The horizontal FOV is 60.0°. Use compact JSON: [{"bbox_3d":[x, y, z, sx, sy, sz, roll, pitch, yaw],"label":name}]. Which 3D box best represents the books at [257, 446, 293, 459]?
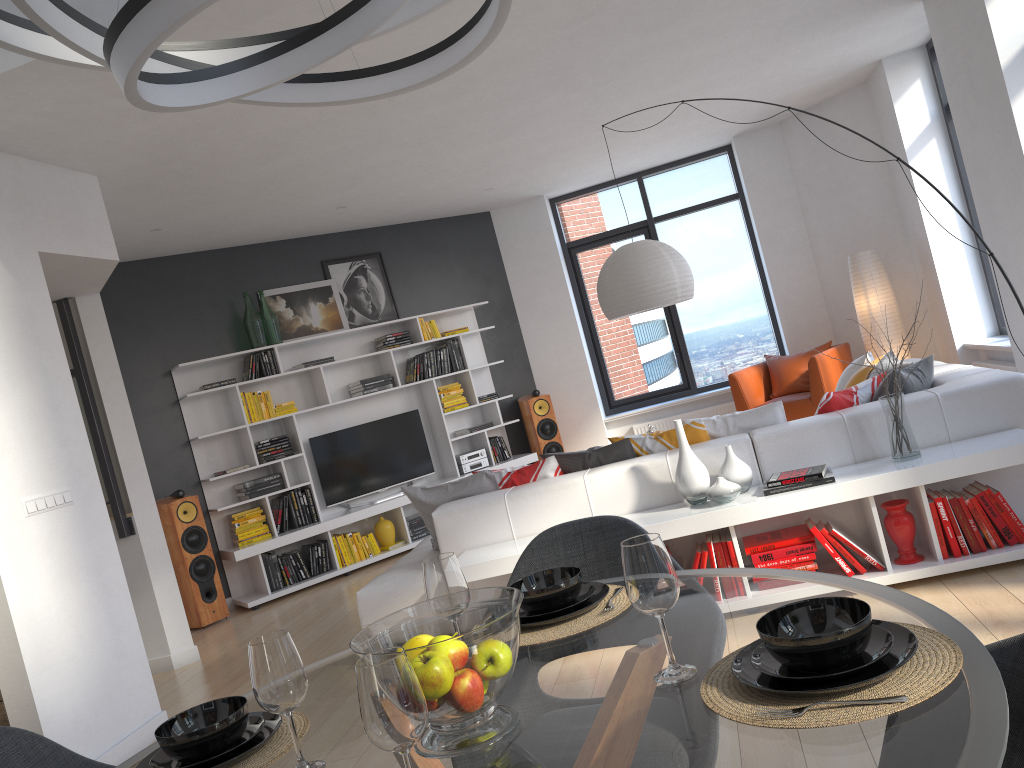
[{"bbox_3d":[-2.033,0.584,7.559,0.266,0.030,0.209,-15,1,-35],"label":"books"}]

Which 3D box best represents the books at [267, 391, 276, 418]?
[{"bbox_3d":[-2.082,0.182,7.588,0.024,0.234,0.172,-15,1,-33],"label":"books"}]

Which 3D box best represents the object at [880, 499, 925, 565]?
[{"bbox_3d":[1.684,0.637,3.830,0.125,0.258,0.125,-15,1,-10],"label":"object"}]

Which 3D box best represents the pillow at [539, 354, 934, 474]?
[{"bbox_3d":[1.209,0.312,4.625,2.120,0.436,0.608,-15,1,8],"label":"pillow"}]

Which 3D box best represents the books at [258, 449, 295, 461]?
[{"bbox_3d":[-2.010,0.607,7.547,0.270,0.025,0.189,-15,1,-34],"label":"books"}]

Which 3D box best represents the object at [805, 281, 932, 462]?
[{"bbox_3d":[1.640,-0.037,3.804,0.607,0.744,0.406,-15,1,-38],"label":"object"}]

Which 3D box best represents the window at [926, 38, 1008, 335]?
[{"bbox_3d":[3.567,-1.535,6.459,0.170,2.402,1.310,-15,1,12],"label":"window"}]

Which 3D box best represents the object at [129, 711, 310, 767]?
[{"bbox_3d":[-0.538,0.662,1.573,0.360,0.002,0.360,-15,1,-13],"label":"object"}]

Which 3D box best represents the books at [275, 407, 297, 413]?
[{"bbox_3d":[-1.968,0.232,7.640,0.196,0.011,0.148,-15,1,-33],"label":"books"}]

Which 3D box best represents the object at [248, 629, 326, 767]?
[{"bbox_3d":[-0.354,0.502,1.388,0.083,0.220,0.083,-14,1,40],"label":"object"}]

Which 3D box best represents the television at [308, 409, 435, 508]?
[{"bbox_3d":[-1.251,0.699,8.073,1.102,0.704,0.207,-15,1,-33],"label":"television"}]

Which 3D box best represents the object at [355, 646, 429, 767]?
[{"bbox_3d":[-0.139,0.449,1.116,0.083,0.220,0.083,-15,1,-27],"label":"object"}]

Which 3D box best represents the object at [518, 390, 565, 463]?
[{"bbox_3d":[0.318,0.594,8.954,0.290,1.088,0.434,-15,1,-18],"label":"object"}]

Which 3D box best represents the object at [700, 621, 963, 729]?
[{"bbox_3d":[0.446,0.406,1.264,0.360,0.002,0.360,-15,1,-36],"label":"object"}]

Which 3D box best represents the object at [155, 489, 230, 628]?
[{"bbox_3d":[-2.580,1.380,7.020,0.434,1.088,0.290,-14,1,42],"label":"object"}]

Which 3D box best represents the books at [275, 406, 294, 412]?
[{"bbox_3d":[-1.966,0.217,7.621,0.169,0.018,0.113,-15,1,-32],"label":"books"}]

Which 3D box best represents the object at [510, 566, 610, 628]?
[{"bbox_3d":[0.080,0.456,1.913,0.258,0.074,0.258,-15,1,-8],"label":"object"}]

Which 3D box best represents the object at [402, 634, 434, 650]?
[{"bbox_3d":[-0.145,0.442,1.427,0.078,0.073,0.077,-15,1,-28],"label":"object"}]

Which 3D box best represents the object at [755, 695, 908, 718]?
[{"bbox_3d":[0.437,0.400,1.274,0.206,0.015,0.309,-15,1,17],"label":"object"}]

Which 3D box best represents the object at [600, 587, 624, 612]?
[{"bbox_3d":[0.076,0.488,1.904,0.309,0.015,0.206,-15,1,17],"label":"object"}]

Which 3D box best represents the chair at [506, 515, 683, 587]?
[{"bbox_3d":[0.201,0.801,1.984,0.655,0.891,0.619,-15,1,19],"label":"chair"}]

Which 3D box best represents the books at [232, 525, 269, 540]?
[{"bbox_3d":[-2.178,1.237,7.380,0.255,0.044,0.198,-15,1,-33],"label":"books"}]

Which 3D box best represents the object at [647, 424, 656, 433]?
[{"bbox_3d":[0.916,0.430,6.247,0.330,0.265,0.330,-14,1,36],"label":"object"}]

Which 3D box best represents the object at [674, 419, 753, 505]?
[{"bbox_3d":[0.889,0.338,4.063,0.316,0.398,0.319,-14,1,36],"label":"object"}]

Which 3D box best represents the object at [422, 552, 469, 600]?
[{"bbox_3d":[-0.112,0.435,1.684,0.083,0.220,0.083,-15,1,-16],"label":"object"}]

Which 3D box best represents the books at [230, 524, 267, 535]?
[{"bbox_3d":[-2.196,1.211,7.390,0.263,0.015,0.198,-15,1,-30],"label":"books"}]

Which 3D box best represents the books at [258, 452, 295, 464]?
[{"bbox_3d":[-2.004,0.631,7.546,0.263,0.026,0.189,-15,1,-35],"label":"books"}]

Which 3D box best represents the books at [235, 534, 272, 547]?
[{"bbox_3d":[-2.154,1.294,7.370,0.270,0.029,0.204,-15,1,-28],"label":"books"}]

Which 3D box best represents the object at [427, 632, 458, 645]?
[{"bbox_3d":[-0.102,0.420,1.371,0.069,0.062,0.070,-15,1,-38],"label":"object"}]

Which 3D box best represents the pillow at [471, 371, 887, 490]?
[{"bbox_3d":[0.906,0.419,4.685,2.250,0.449,0.575,-15,1,9],"label":"pillow"}]

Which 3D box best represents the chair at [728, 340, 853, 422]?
[{"bbox_3d":[2.620,0.114,8.052,0.896,0.858,0.843,-14,1,44],"label":"chair"}]

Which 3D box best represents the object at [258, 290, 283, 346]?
[{"bbox_3d":[-2.123,-0.570,7.715,0.157,0.507,0.157,-15,1,-19],"label":"object"}]

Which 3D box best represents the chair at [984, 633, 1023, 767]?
[{"bbox_3d":[0.746,0.666,1.200,0.619,0.891,0.655,-15,1,14],"label":"chair"}]

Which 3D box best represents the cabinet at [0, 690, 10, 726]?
[{"bbox_3d":[-3.699,0.996,2.281,2.402,2.501,4.694,-15,1,12],"label":"cabinet"}]

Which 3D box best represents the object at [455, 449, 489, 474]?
[{"bbox_3d":[-0.418,0.749,8.517,0.285,0.174,0.270,-15,1,-33],"label":"object"}]

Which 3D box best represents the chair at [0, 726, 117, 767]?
[{"bbox_3d":[-0.682,1.038,1.601,0.619,0.891,0.655,-15,1,14],"label":"chair"}]

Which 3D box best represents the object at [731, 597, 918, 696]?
[{"bbox_3d":[0.439,0.368,1.268,0.258,0.074,0.258,-14,1,32],"label":"object"}]

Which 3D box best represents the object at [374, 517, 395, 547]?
[{"bbox_3d":[-1.132,1.305,7.873,0.185,0.257,0.185,-14,1,35],"label":"object"}]

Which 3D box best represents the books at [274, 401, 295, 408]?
[{"bbox_3d":[-1.988,0.186,7.645,0.186,0.026,0.138,-15,1,-33],"label":"books"}]

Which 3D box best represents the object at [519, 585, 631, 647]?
[{"bbox_3d":[0.088,0.493,1.902,0.360,0.002,0.360,-15,1,-36],"label":"object"}]

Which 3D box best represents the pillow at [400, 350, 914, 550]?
[{"bbox_3d":[0.873,0.392,5.030,2.953,0.453,0.647,-15,1,0],"label":"pillow"}]

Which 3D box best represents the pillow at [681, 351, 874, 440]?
[{"bbox_3d":[1.743,0.161,5.310,0.580,0.456,2.156,-14,1,38],"label":"pillow"}]

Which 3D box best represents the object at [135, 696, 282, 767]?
[{"bbox_3d":[-0.540,0.623,1.570,0.258,0.074,0.258,-15,1,-8],"label":"object"}]

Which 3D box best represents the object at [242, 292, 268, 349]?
[{"bbox_3d":[-2.220,-0.543,7.582,0.157,0.507,0.157,-15,1,-19],"label":"object"}]

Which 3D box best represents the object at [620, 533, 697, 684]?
[{"bbox_3d":[0.228,0.349,1.388,0.083,0.220,0.083,-15,1,-27],"label":"object"}]

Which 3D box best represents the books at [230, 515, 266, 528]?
[{"bbox_3d":[-2.199,1.143,7.393,0.250,0.035,0.185,-15,1,-30],"label":"books"}]

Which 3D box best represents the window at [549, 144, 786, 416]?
[{"bbox_3d":[1.638,-1.058,9.364,1.960,2.402,0.170,-15,1,12],"label":"window"}]

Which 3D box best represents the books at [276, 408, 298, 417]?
[{"bbox_3d":[-1.961,0.253,7.636,0.190,0.033,0.147,-15,1,-33],"label":"books"}]

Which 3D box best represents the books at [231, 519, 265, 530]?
[{"bbox_3d":[-2.202,1.171,7.389,0.251,0.019,0.180,-15,1,-33],"label":"books"}]

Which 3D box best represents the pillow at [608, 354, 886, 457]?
[{"bbox_3d":[1.511,0.244,5.107,2.095,0.440,0.630,-15,1,-31],"label":"pillow"}]

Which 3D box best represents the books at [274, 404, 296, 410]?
[{"bbox_3d":[-1.973,0.202,7.636,0.187,0.014,0.134,-15,1,-33],"label":"books"}]

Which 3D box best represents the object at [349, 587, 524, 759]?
[{"bbox_3d":[-0.093,0.452,1.379,0.278,0.184,0.278,-15,1,21],"label":"object"}]

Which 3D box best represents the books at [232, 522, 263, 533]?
[{"bbox_3d":[-2.197,1.192,7.367,0.228,0.024,0.152,-15,1,-29],"label":"books"}]
